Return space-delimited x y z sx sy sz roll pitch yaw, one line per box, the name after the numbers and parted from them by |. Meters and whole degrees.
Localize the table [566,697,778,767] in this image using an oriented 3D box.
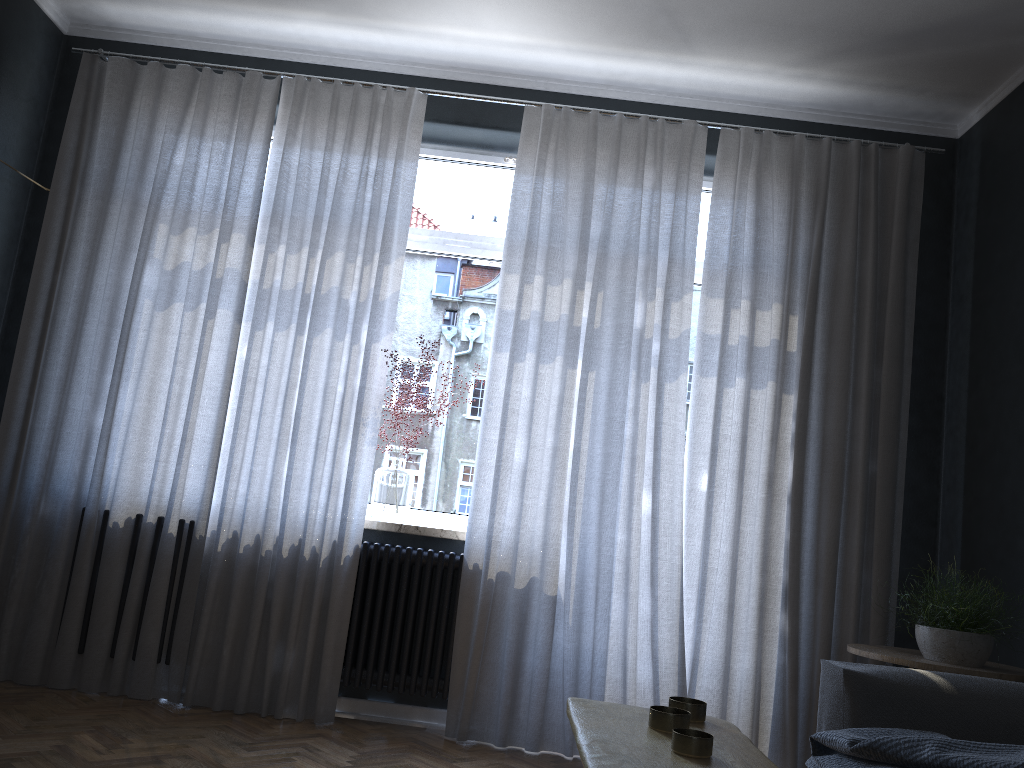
0.228 0.845 1.360 0.339 0.548 0.789 7 -9 1 | table

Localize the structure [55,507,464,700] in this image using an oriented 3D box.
-1.001 0.937 3.815 1.846 0.599 0.216 7 -9 1 | structure

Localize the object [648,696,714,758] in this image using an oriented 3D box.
0.289 0.587 1.537 0.103 0.033 0.370 5 -10 11 | object

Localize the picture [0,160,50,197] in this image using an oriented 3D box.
-2.171 -0.903 1.885 0.058 0.769 4.468 7 -10 1 | picture

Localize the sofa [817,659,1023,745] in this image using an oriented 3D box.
1.335 0.889 1.572 0.970 0.796 2.346 7 -10 0 | sofa

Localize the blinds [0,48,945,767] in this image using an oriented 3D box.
-0.197 0.075 3.889 3.992 2.782 0.313 7 -9 1 | blinds

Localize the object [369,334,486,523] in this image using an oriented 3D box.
-0.463 0.213 3.957 0.515 0.807 0.600 11 -10 -25 | object

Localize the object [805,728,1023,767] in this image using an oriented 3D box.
1.025 0.972 2.142 0.490 0.328 0.668 6 -9 6 | object
